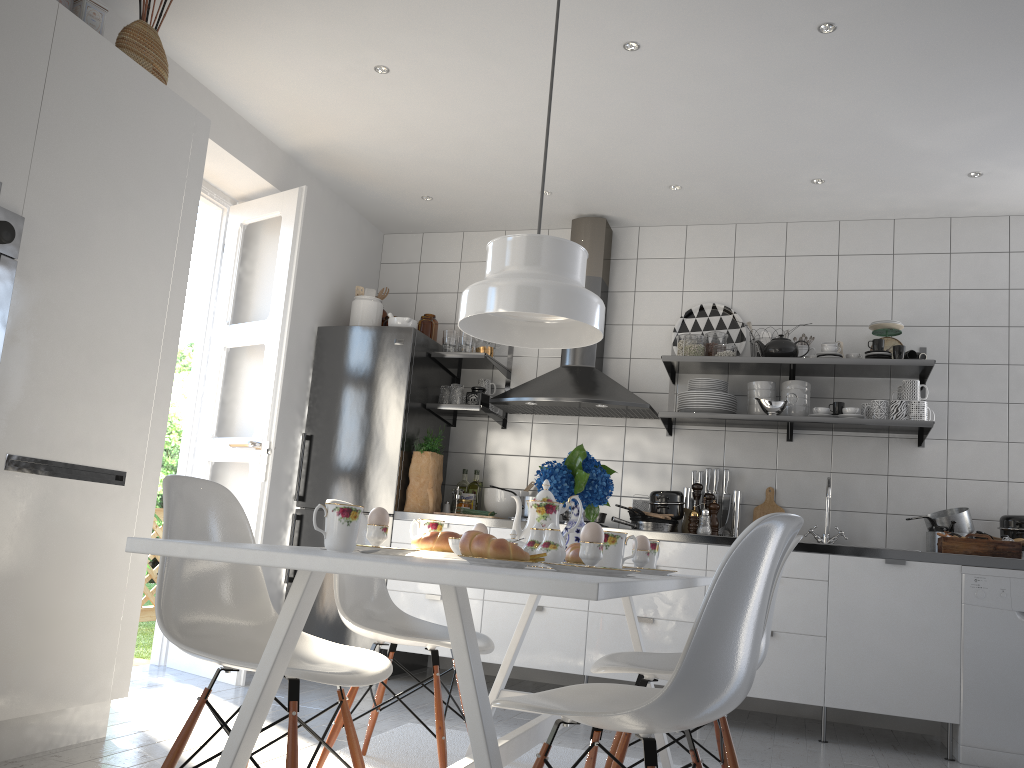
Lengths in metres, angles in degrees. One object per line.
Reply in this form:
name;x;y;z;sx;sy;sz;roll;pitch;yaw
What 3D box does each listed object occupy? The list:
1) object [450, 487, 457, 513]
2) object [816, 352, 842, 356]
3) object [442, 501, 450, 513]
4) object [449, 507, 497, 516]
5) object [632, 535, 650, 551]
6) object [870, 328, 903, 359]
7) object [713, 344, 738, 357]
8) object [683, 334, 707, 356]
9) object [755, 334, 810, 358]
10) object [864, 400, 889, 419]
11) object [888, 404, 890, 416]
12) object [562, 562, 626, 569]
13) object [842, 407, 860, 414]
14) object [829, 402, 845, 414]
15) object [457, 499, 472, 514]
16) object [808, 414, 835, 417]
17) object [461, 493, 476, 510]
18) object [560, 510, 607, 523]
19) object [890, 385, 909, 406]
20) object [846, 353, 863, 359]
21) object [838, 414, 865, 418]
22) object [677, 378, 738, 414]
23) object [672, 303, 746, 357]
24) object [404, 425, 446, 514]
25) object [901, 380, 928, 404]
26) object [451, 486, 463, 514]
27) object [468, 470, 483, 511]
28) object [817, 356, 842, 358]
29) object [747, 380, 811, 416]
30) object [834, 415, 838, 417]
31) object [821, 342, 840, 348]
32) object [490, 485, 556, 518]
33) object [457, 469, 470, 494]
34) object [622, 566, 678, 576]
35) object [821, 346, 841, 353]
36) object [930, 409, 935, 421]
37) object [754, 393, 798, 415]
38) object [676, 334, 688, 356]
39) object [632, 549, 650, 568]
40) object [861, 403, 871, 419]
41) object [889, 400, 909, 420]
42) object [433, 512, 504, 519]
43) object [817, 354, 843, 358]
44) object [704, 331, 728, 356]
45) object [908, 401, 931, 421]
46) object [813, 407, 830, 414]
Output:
object;-0.313;0.661;4.938;0.059;0.171;0.059;9;-9;-22
object;1.543;-0.133;4.312;0.121;0.024;0.122;2;-11;14
object;-0.357;0.683;4.838;0.046;0.084;0.046;6;-9;-4
object;-0.219;0.659;4.565;0.276;0.053;0.142;-2;-12;33
object;0.350;0.441;2.402;0.048;0.062;0.048;1;-10;22
object;1.864;-0.161;4.411;0.159;0.207;0.186;2;-10;18
object;1.077;-0.154;4.474;0.121;0.079;0.122;4;-10;4
object;0.932;-0.181;4.535;0.121;0.129;0.122;4;-9;4
object;1.340;-0.175;4.403;0.178;0.141;0.200;11;-11;-30
object;1.732;0.133;4.197;0.083;0.099;0.109;7;-10;-12
object;1.835;0.150;4.243;0.083;0.099;0.109;7;-10;-12
object;0.200;0.453;2.184;0.158;0.015;0.159;-1;-12;28
object;1.609;0.141;4.203;0.079;0.047;0.083;-1;-12;30
object;1.609;0.131;4.380;0.055;0.078;0.071;9;-10;-21
object;-0.259;0.680;4.817;0.078;0.101;0.078;7;-9;-15
object;1.488;0.163;4.265;0.121;0.021;0.122;2;-11;16
object;-0.247;0.681;4.924;0.077;0.140;0.044;2;-9;18
object;0.303;0.657;4.463;0.351;0.060;0.233;6;-10;-3
object;1.900;0.064;4.293;0.083;0.099;0.109;7;-10;-12
object;1.672;-0.119;4.332;0.079;0.047;0.083;-1;-12;30
object;1.608;0.162;4.201;0.121;0.021;0.122;1;-11;22
object;0.999;0.084;4.540;0.306;0.194;0.303;1;-11;23
object;1.068;-0.251;4.806;0.395;0.391;0.053;2;-9;18
object;-0.449;0.445;4.689;0.173;0.506;0.284;4;-9;6
object;1.879;0.035;4.147;0.083;0.099;0.109;12;-12;-37
object;-0.303;0.650;4.874;0.059;0.171;0.059;9;-9;-22
object;-0.200;0.622;4.973;0.089;0.280;0.082;2;-9;18
object;1.544;-0.114;4.308;0.121;0.021;0.122;1;-11;22
object;1.351;0.096;4.501;0.309;0.215;0.151;2;-9;15
object;1.610;0.173;4.366;0.121;0.023;0.122;7;-11;-10
object;1.548;-0.181;4.317;0.083;0.067;0.078;-1;-11;33
object;0.071;0.626;4.659;0.349;0.153;0.200;11;-12;-32
object;-0.276;0.621;5.003;0.066;0.281;0.067;3;-9;13
object;0.346;0.504;2.393;0.201;0.015;0.202;1;-11;23
object;1.545;-0.153;4.313;0.079;0.049;0.082;7;-10;-9
object;1.948;0.157;4.226;0.108;0.099;0.083;4;-9;4
object;1.295;0.105;4.350;0.210;0.134;0.102;5;-9;1
object;0.928;-0.171;4.698;0.121;0.170;0.122;-2;-11;37
object;0.347;0.478;2.397;0.048;0.057;0.048;11;-11;-31
object;1.734;0.146;4.270;0.083;0.099;0.109;12;-12;-37
object;1.825;0.132;4.151;0.108;0.099;0.083;4;-9;7
object;-0.216;0.683;4.562;0.330;0.012;0.221;2;-11;18
object;1.545;-0.123;4.309;0.121;0.021;0.122;1;-11;22
object;1.058;-0.178;4.603;0.121;0.170;0.122;-2;-11;37
object;1.904;0.134;4.125;0.108;0.099;0.083;4;-9;7
object;1.489;0.143;4.267;0.079;0.047;0.083;3;-10;11
